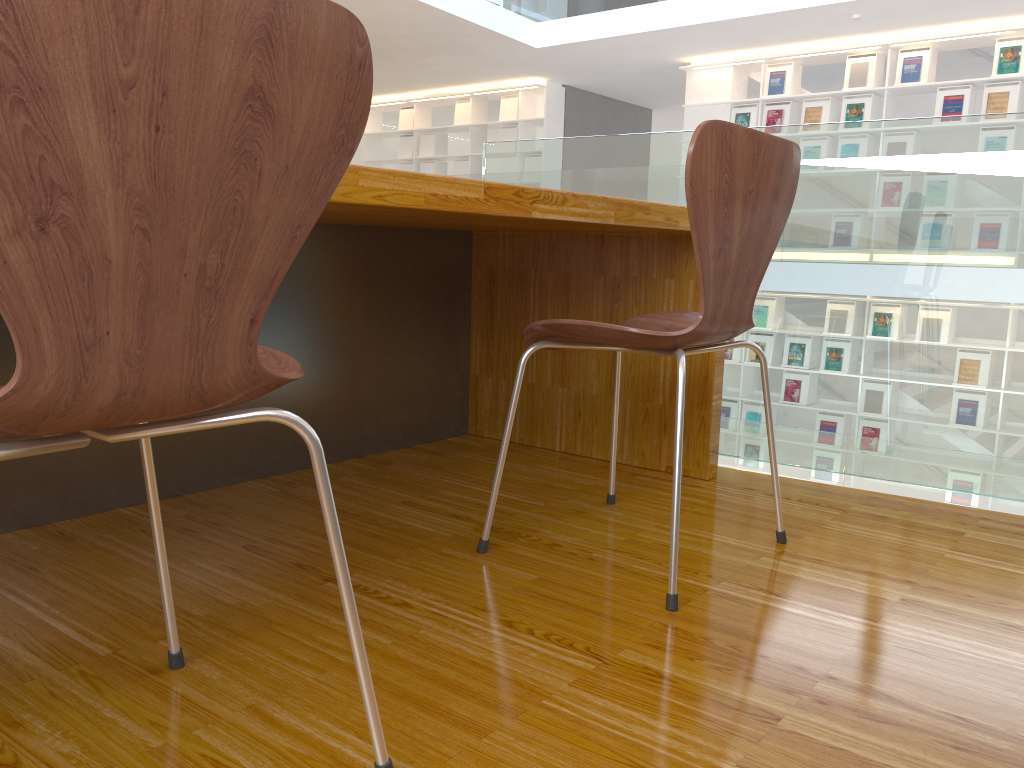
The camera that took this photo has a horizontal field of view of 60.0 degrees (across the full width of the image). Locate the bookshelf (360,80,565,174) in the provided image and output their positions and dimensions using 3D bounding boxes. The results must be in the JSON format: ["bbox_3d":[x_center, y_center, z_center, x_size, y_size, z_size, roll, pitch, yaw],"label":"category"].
[{"bbox_3d":[-0.767,-2.491,10.505,2.984,1.836,0.498,8,11,38],"label":"bookshelf"}]

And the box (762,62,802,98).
[{"bbox_3d":[2.417,-2.703,7.936,0.245,0.296,0.274,8,11,38],"label":"box"}]

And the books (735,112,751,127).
[{"bbox_3d":[2.101,-2.368,8.099,0.145,0.210,0.037,8,11,38],"label":"books"}]

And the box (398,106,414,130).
[{"bbox_3d":[-1.232,-3.237,10.874,0.245,0.296,0.274,8,11,38],"label":"box"}]

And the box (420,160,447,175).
[{"bbox_3d":[-0.968,-2.547,10.748,0.245,0.296,0.274,8,11,38],"label":"box"}]

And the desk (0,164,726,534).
[{"bbox_3d":[-1.008,0.208,1.181,1.248,1.022,3.216,8,11,38],"label":"desk"}]

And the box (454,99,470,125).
[{"bbox_3d":[-0.513,-3.135,10.307,0.245,0.296,0.274,8,11,38],"label":"box"}]

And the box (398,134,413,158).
[{"bbox_3d":[-1.242,-2.913,10.922,0.245,0.296,0.274,8,11,38],"label":"box"}]

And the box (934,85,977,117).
[{"bbox_3d":[3.542,-2.218,7.095,0.245,0.296,0.274,8,11,38],"label":"box"}]

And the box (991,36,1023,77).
[{"bbox_3d":[3.856,-2.496,6.809,0.245,0.296,0.274,8,11,38],"label":"box"}]

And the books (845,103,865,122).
[{"bbox_3d":[2.887,-2.257,7.478,0.145,0.210,0.037,8,11,38],"label":"books"}]

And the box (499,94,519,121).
[{"bbox_3d":[0.019,-3.058,9.894,0.245,0.296,0.274,8,11,38],"label":"box"}]

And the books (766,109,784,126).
[{"bbox_3d":[2.339,-2.338,7.911,0.145,0.210,0.037,8,11,38],"label":"books"}]

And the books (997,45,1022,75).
[{"bbox_3d":[3.778,-2.457,6.739,0.145,0.210,0.037,8,11,38],"label":"books"}]

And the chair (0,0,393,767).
[{"bbox_3d":[-0.377,0.037,0.744,0.381,0.693,0.428,8,11,38],"label":"chair"}]

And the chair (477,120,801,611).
[{"bbox_3d":[0.227,-0.057,1.498,0.381,0.693,0.428,8,11,38],"label":"chair"}]

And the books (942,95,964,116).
[{"bbox_3d":[3.484,-2.175,7.014,0.145,0.210,0.037,8,11,38],"label":"books"}]

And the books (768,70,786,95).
[{"bbox_3d":[2.348,-2.664,7.859,0.145,0.210,0.037,8,11,38],"label":"books"}]

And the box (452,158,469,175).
[{"bbox_3d":[-0.547,-2.487,10.418,0.245,0.296,0.274,8,11,38],"label":"box"}]

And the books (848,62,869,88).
[{"bbox_3d":[2.902,-2.583,7.426,0.145,0.210,0.037,8,11,38],"label":"books"}]

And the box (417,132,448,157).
[{"bbox_3d":[-0.958,-2.872,10.700,0.245,0.296,0.274,8,11,38],"label":"box"}]

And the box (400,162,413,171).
[{"bbox_3d":[-1.243,-2.587,10.963,0.245,0.296,0.274,8,11,38],"label":"box"}]

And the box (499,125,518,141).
[{"bbox_3d":[0.009,-2.734,9.942,0.245,0.296,0.274,8,11,38],"label":"box"}]

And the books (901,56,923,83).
[{"bbox_3d":[3.230,-2.537,7.168,0.145,0.210,0.037,8,11,38],"label":"books"}]

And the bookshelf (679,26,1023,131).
[{"bbox_3d":[3.121,-1.934,7.464,3.666,1.836,0.498,8,11,38],"label":"bookshelf"}]

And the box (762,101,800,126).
[{"bbox_3d":[2.415,-2.379,7.994,0.245,0.296,0.274,8,11,38],"label":"box"}]

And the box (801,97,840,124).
[{"bbox_3d":[2.688,-2.337,7.765,0.245,0.296,0.274,8,11,38],"label":"box"}]

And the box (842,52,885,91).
[{"bbox_3d":[2.972,-2.623,7.501,0.245,0.296,0.274,8,11,38],"label":"box"}]

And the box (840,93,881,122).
[{"bbox_3d":[2.958,-2.298,7.553,0.245,0.296,0.274,8,11,38],"label":"box"}]

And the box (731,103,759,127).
[{"bbox_3d":[2.170,-2.413,8.170,0.245,0.296,0.274,8,11,38],"label":"box"}]

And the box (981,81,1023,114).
[{"bbox_3d":[3.808,-2.177,6.887,0.245,0.296,0.274,8,11,38],"label":"box"}]

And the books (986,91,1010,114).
[{"bbox_3d":[3.731,-2.137,6.821,0.145,0.210,0.037,8,11,38],"label":"books"}]

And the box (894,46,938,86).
[{"bbox_3d":[3.299,-2.576,7.245,0.245,0.296,0.274,8,11,38],"label":"box"}]

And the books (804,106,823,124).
[{"bbox_3d":[2.611,-2.297,7.698,0.145,0.210,0.037,8,11,38],"label":"books"}]
